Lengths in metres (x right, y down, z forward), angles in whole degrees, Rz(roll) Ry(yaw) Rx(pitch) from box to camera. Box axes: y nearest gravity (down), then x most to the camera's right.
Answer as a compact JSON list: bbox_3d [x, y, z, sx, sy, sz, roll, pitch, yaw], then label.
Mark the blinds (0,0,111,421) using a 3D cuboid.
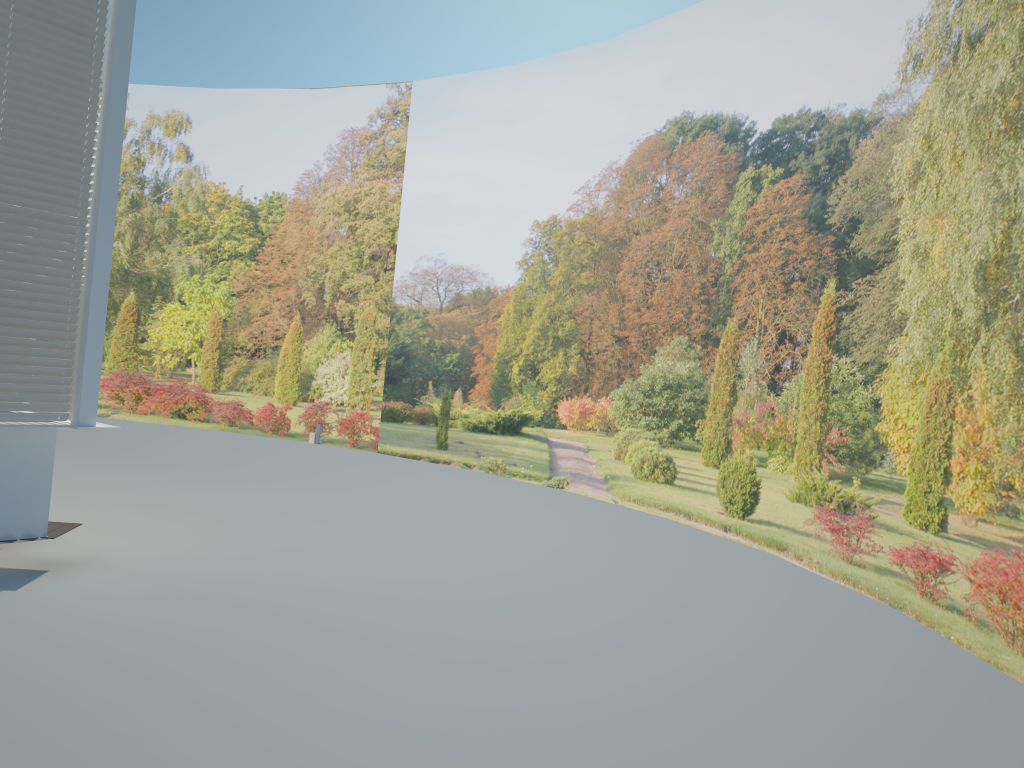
[{"bbox_3d":[-4.096,-1.992,7.080,1.219,4.266,3.921,5,0,-34],"label":"blinds"}]
